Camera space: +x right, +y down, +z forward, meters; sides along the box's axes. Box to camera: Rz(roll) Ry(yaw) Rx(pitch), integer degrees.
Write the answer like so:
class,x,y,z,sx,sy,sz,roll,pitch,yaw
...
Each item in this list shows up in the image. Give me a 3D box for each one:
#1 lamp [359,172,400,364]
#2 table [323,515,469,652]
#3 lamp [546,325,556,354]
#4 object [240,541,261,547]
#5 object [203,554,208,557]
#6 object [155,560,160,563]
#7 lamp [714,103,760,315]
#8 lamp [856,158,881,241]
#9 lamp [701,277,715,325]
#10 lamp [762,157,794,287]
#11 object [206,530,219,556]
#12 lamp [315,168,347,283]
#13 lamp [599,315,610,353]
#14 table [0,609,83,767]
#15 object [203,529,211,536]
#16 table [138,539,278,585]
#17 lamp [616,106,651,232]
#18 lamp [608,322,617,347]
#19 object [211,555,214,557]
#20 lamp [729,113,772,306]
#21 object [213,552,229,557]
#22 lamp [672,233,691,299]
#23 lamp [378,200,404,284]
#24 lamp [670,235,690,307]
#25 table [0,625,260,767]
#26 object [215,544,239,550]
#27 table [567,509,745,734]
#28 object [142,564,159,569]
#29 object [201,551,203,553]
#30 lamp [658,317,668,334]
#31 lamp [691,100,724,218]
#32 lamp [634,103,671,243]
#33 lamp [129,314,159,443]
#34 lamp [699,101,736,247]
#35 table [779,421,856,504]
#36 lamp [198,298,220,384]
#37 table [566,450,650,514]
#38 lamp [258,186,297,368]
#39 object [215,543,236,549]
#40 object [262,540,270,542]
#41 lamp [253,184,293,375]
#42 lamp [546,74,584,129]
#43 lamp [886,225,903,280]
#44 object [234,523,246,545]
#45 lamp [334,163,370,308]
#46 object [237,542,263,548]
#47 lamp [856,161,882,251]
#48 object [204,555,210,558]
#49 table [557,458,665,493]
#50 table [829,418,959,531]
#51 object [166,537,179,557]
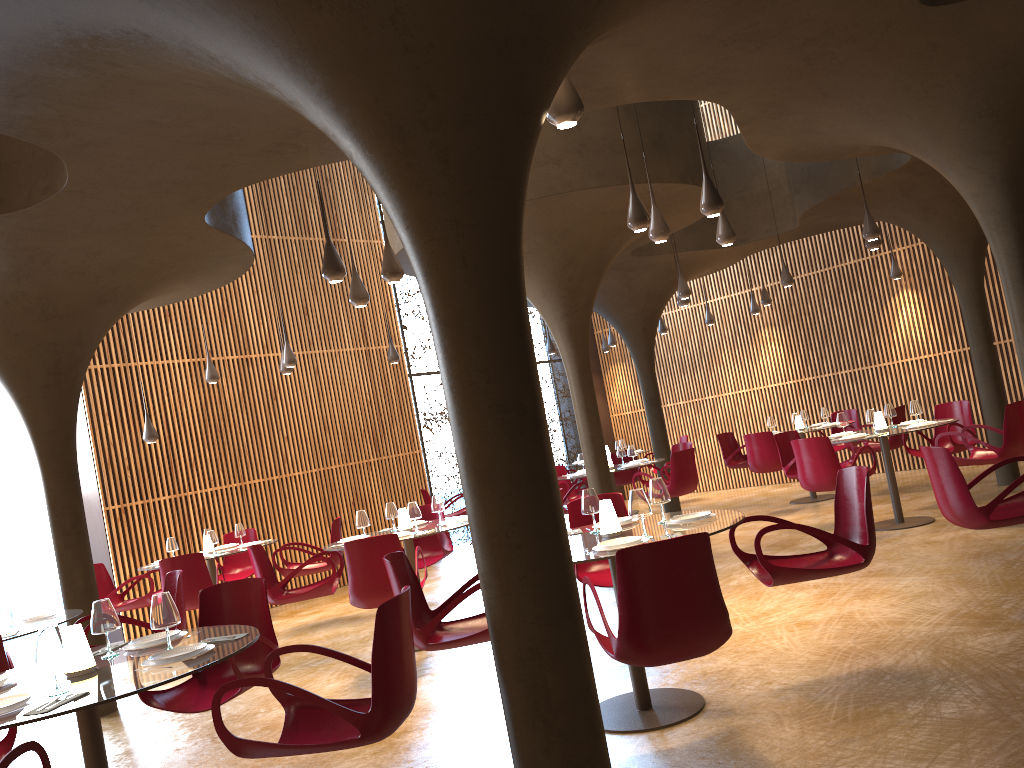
class,x,y,z,sx,sy,sz,roll,pitch,yaw
lamp,-2.400,-3.400,13.845,0.196,6.271,0.196,-11,-2,18
table,-0.966,2.042,8.948,1.673,1.129,1.673,-11,-3,7
lamp,0.211,-3.669,17.491,0.195,6.271,0.196,-10,-2,-22
object,-3.278,2.009,11.116,0.262,0.029,0.264,-9,-4,-28
object,-3.746,2.062,10.531,0.264,0.029,0.262,-13,-4,37
object,-4.303,2.194,11.011,0.263,0.029,0.263,-10,-3,-10
lamp,4.109,-4.419,17.131,0.195,6.271,0.196,-10,-2,-22
lamp,3.552,-4.727,10.245,0.195,6.271,0.196,-10,-2,-12
lamp,3.351,-4.248,17.620,0.195,6.271,0.196,-9,-2,-32
lamp,3.557,-4.541,13.371,0.195,6.271,0.196,-9,-2,-32
object,-3.619,1.919,10.712,0.141,0.295,0.142,-10,-2,-25
lamp,-1.964,-3.887,7.087,0.195,6.271,0.196,-10,-2,-12
lamp,1.506,-3.782,19.638,0.195,6.271,0.196,-10,-2,-22
table,-4.070,2.488,6.708,1.669,1.129,1.677,-9,-3,-25
object,-3.905,2.015,11.423,0.141,0.295,0.142,-9,-2,-29
table,-3.678,2.675,11.058,1.672,1.129,1.674,-11,-3,-1
lamp,0.471,-4.328,7.311,0.196,6.271,0.195,-12,-2,28
lamp,1.517,-3.857,18.419,0.195,6.271,0.196,-10,-2,-22
object,-3.749,2.073,10.530,0.410,0.012,0.205,-10,-3,-6
lamp,3.928,-4.468,15.746,0.195,6.271,0.196,-9,-2,-32
object,-3.446,2.022,10.521,0.126,0.017,0.262,-10,-3,-2
lamp,1.848,-4.274,12.497,0.195,6.271,0.196,-10,-2,-12
lamp,-1.567,-3.933,7.557,0.195,6.271,0.196,-9,-3,-42
lamp,2.017,-4.249,13.446,0.195,6.271,0.196,-10,-2,-12
table,-1.971,1.948,4.248,1.674,1.129,1.672,-11,-3,12
object,-3.742,2.135,11.605,0.332,0.014,0.331,-12,-4,17
table,0.742,1.526,5.655,1.672,1.129,1.673,-11,-3,4
object,-4.320,2.196,10.708,0.262,0.017,0.126,-11,-3,0
object,-4.038,2.197,11.593,0.126,0.017,0.262,-10,-3,-6
lamp,2.429,-4.073,17.660,0.195,6.271,0.196,-9,-2,-32
lamp,1.055,-4.440,7.266,0.196,6.271,0.195,-12,-2,28
lamp,0.745,-4.341,7.956,0.195,6.271,0.196,-10,-2,-22
lamp,-5.284,-2.314,11.684,0.196,6.271,0.196,-11,-2,18
lamp,1.533,-4.439,8.771,0.195,6.271,0.196,-10,-2,-12
table,4.725,1.293,14.180,1.669,1.129,1.677,-8,-4,-37
lamp,-4.617,-3.091,12.091,0.195,6.271,0.196,-9,-2,-39
table,1.983,1.996,17.360,1.671,1.129,1.675,-10,-3,-5
lamp,-3.529,-3.304,11.935,0.195,6.271,0.196,-10,-2,-19
object,-3.744,2.126,11.606,0.262,0.029,0.264,-7,-5,-44
object,-3.236,2.036,11.415,0.262,0.017,0.126,-11,-3,4
lamp,-3.755,-3.219,12.647,0.195,6.271,0.196,-9,-2,-39
lamp,0.196,-1.673,4.375,0.196,0.812,0.196,-11,-2,-2
lamp,6.054,-4.888,15.355,0.195,6.271,0.196,-9,-2,-32
object,-3.459,1.924,11.289,0.141,0.295,0.142,-9,-3,-42
lamp,-1.989,-3.804,8.388,0.195,6.271,0.196,-9,-3,-42
object,-3.277,2.019,11.116,0.331,0.014,0.332,-9,-4,-22
lamp,3.910,-4.745,11.073,0.195,6.271,0.196,-10,-2,-12
object,-3.745,2.071,10.531,0.333,0.014,0.331,-13,-4,40
table,1.574,1.832,13.355,1.669,1.129,1.677,-9,-3,-27
table,4.515,1.115,10.556,1.669,1.129,1.677,-9,-3,-27
object,-4.158,2.029,10.857,0.142,0.295,0.141,-13,-3,44
